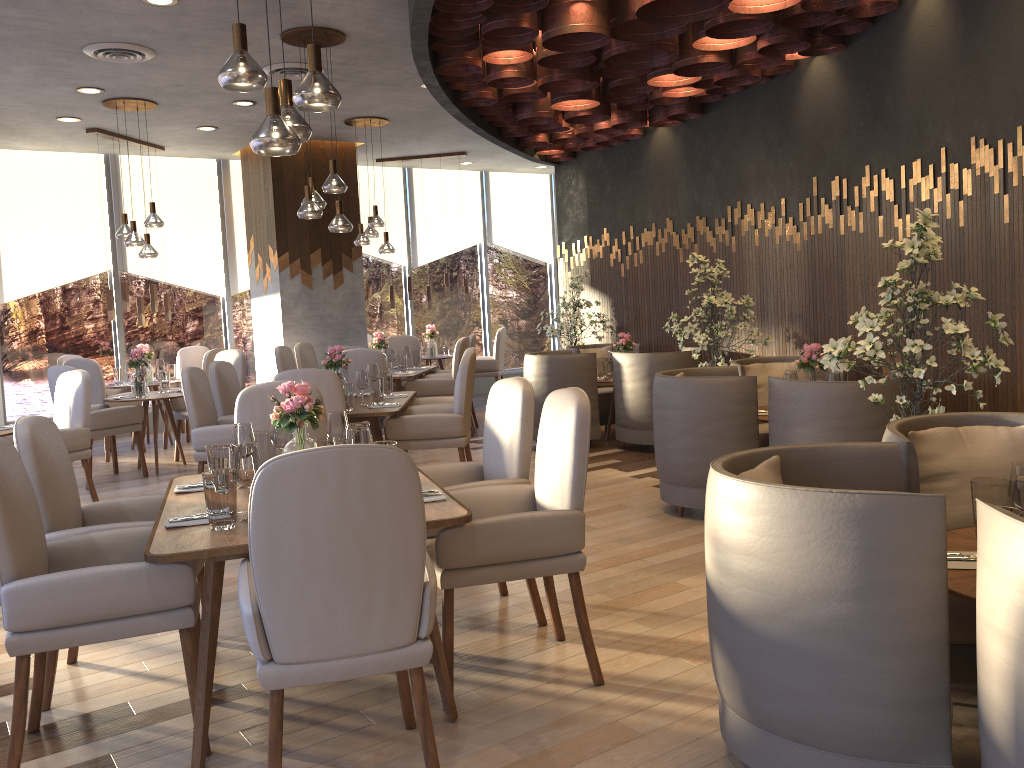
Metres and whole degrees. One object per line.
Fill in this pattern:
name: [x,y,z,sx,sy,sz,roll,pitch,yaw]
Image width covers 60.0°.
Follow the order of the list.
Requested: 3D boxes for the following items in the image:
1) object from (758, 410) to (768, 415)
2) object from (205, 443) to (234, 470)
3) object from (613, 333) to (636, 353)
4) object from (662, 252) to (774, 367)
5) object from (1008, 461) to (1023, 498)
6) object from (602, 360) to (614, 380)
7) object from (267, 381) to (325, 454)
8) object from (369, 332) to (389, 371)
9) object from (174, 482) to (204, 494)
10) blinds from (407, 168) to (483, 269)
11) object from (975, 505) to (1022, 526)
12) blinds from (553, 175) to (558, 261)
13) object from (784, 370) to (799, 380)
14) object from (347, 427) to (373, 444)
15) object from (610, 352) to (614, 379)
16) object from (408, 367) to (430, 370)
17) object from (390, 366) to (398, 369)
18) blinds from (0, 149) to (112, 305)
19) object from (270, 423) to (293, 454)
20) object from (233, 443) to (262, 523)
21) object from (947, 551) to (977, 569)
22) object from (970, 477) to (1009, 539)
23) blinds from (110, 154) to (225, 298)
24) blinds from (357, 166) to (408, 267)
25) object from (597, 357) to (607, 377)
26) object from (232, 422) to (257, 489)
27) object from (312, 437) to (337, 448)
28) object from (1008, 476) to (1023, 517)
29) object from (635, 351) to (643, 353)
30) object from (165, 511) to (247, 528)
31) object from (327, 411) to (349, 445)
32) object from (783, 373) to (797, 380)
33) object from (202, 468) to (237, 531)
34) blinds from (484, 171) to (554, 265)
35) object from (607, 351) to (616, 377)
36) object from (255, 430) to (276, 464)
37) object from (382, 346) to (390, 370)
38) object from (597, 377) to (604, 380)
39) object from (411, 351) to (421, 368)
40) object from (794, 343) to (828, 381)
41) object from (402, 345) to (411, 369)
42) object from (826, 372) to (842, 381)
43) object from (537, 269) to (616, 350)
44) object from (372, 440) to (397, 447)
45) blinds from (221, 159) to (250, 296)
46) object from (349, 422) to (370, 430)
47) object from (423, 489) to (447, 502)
object: [1.530,0.169,5.372,0.255,0.019,0.158,-3,5,5]
object: [-1.079,0.317,3.293,0.102,0.178,0.102,-4,4,-12]
object: [1.052,-0.271,8.204,0.210,0.415,0.198,0,5,33]
object: [1.560,-0.196,6.705,0.788,1.613,0.748,-4,4,-8]
object: [1.414,0.338,2.432,0.092,0.244,0.092,-2,4,14]
object: [0.871,-0.124,8.011,0.102,0.178,0.102,-2,4,14]
object: [-0.774,0.193,3.221,0.210,0.415,0.198,-5,4,-22]
object: [-1.345,-0.325,9.050,0.210,0.415,0.198,0,5,33]
object: [-1.172,0.389,3.433,0.255,0.019,0.158,-5,6,-18]
blinds: [-0.947,-2.967,12.421,1.175,2.675,0.007,-6,4,-34]
object: [1.216,0.402,2.212,0.102,0.178,0.102,-2,4,10]
blinds: [1.107,-3.273,13.817,1.175,2.675,0.007,-6,4,-34]
object: [1.723,0.038,5.464,0.092,0.244,0.092,-6,5,-40]
object: [-0.522,0.276,3.064,0.092,0.244,0.092,-1,4,25]
object: [0.940,-0.168,8.092,0.092,0.244,0.092,-1,4,29]
object: [-0.989,-0.167,9.247,0.255,0.019,0.158,-2,5,10]
object: [-1.219,-0.181,9.527,0.157,0.019,0.255,-2,5,6]
blinds: [-5.059,-2.206,9.631,1.175,2.675,0.007,-6,4,-34]
object: [-0.916,0.252,3.546,0.092,0.244,0.092,-4,4,-18]
object: [-0.841,0.315,2.836,0.092,0.244,0.092,-7,5,-43]
object: [1.210,0.467,2.383,0.255,0.019,0.158,-2,6,14]
object: [1.369,0.364,2.533,0.102,0.178,0.102,-5,5,-32]
blinds: [-4.030,-2.319,10.331,1.175,2.675,0.007,-6,4,-34]
blinds: [-1.977,-2.870,11.720,1.175,2.675,0.007,-6,4,-34]
object: [0.857,-0.158,8.375,0.102,0.178,0.102,-4,4,-9]
object: [-1.019,0.273,3.380,0.092,0.244,0.092,-3,4,1]
object: [-0.604,0.298,2.883,0.092,0.244,0.092,-4,4,-13]
object: [1.315,0.361,2.252,0.092,0.244,0.092,0,5,39]
object: [1.165,-0.180,8.086,0.092,0.244,0.092,-3,4,6]
object: [-0.995,0.431,2.889,0.255,0.019,0.158,-5,6,-18]
object: [-0.705,0.235,3.607,0.092,0.244,0.092,-4,4,-14]
object: [1.653,0.060,5.261,0.092,0.244,0.092,-1,4,24]
object: [-0.902,0.359,2.749,0.102,0.178,0.102,-4,4,-12]
blinds: [0.082,-3.087,13.121,1.175,2.675,0.007,-6,4,-34]
object: [0.941,-0.188,8.305,0.092,0.244,0.092,-1,4,33]
object: [-1.006,0.284,3.607,0.102,0.178,0.102,-4,4,-14]
object: [-1.331,-0.276,9.393,0.092,0.244,0.092,-4,4,-14]
object: [0.792,-0.054,8.160,0.255,0.019,0.158,-4,5,-12]
object: [-1.016,-0.260,9.406,0.102,0.178,0.102,0,5,36]
object: [1.804,-0.039,5.321,0.198,0.415,0.210,-5,4,-22]
object: [-1.115,-0.283,9.354,0.092,0.244,0.092,-6,5,-38]
object: [1.887,0.055,5.187,0.092,0.244,0.092,-1,4,29]
object: [0.655,-0.400,9.383,0.747,1.613,0.789,-5,4,-28]
object: [-0.456,0.297,3.154,0.102,0.178,0.102,-3,4,-1]
blinds: [-3.003,-2.457,11.029,1.175,2.675,0.007,-6,4,-34]
object: [-0.639,0.256,3.697,0.102,0.178,0.102,-1,5,29]
object: [-0.357,0.385,3.022,0.255,0.019,0.158,-5,6,-17]
